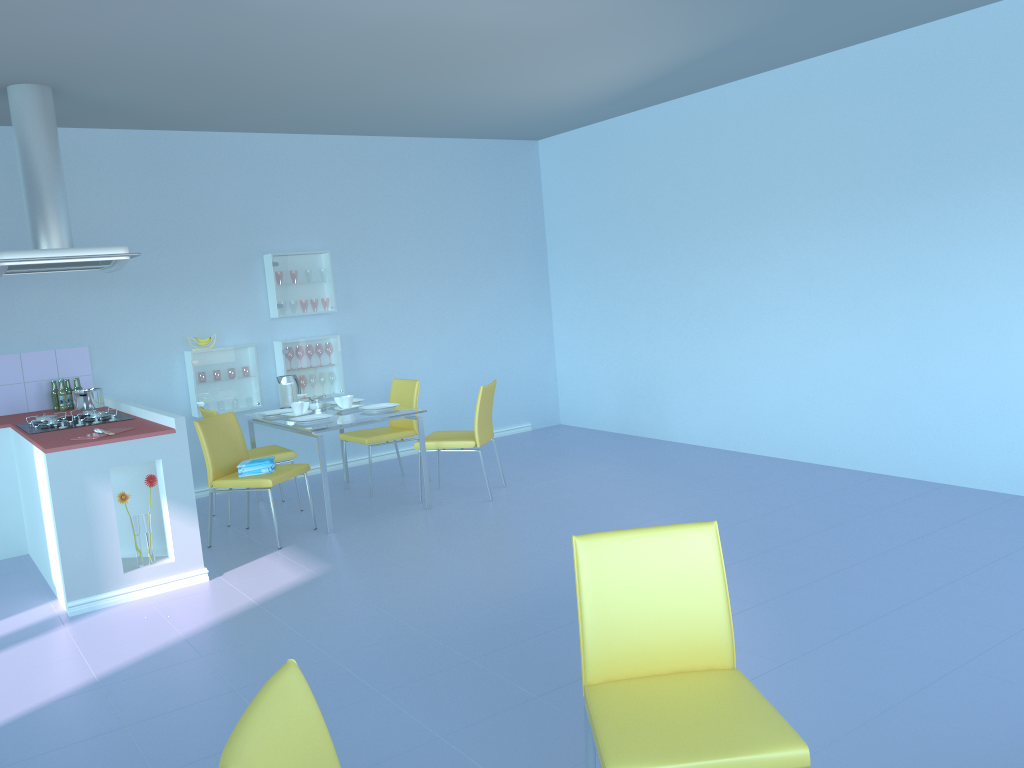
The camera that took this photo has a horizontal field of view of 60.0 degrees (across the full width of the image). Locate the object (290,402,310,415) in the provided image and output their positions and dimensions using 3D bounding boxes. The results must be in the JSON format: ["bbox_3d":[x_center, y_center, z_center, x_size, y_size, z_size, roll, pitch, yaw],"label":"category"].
[{"bbox_3d":[-1.313,0.156,5.469,0.111,0.083,0.091,0,8,37],"label":"object"}]

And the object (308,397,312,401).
[{"bbox_3d":[-1.265,0.117,5.636,0.023,0.079,0.077,-2,7,20],"label":"object"}]

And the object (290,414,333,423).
[{"bbox_3d":[-1.177,0.206,5.215,0.228,0.020,0.228,-10,8,-38],"label":"object"}]

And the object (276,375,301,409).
[{"bbox_3d":[-1.483,0.055,5.878,0.132,0.222,0.146,-4,7,8],"label":"object"}]

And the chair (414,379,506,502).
[{"bbox_3d":[-0.321,0.346,5.546,0.484,0.695,0.387,-3,7,13],"label":"chair"}]

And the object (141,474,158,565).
[{"bbox_3d":[-1.684,0.632,4.141,0.090,0.427,0.054,-5,6,-3],"label":"object"}]

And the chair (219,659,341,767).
[{"bbox_3d":[-0.130,0.808,1.350,0.484,0.699,0.387,-5,6,1],"label":"chair"}]

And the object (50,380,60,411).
[{"bbox_3d":[-2.806,0.071,5.451,0.052,0.190,0.052,-2,7,20],"label":"object"}]

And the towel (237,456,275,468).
[{"bbox_3d":[-1.419,0.436,4.911,0.195,0.033,0.190,-6,7,-8],"label":"towel"}]

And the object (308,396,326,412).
[{"bbox_3d":[-1.237,0.127,5.681,0.166,0.081,0.123,-11,9,-43],"label":"object"}]

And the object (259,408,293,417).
[{"bbox_3d":[-1.479,0.184,5.631,0.228,0.020,0.228,-9,8,-33],"label":"object"}]

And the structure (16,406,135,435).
[{"bbox_3d":[-2.361,0.182,4.778,0.500,0.047,0.600,-9,8,-34],"label":"structure"}]

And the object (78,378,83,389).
[{"bbox_3d":[-2.708,0.054,5.545,0.052,0.187,0.052,-7,7,-16],"label":"object"}]

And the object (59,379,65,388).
[{"bbox_3d":[-2.792,0.062,5.520,0.052,0.190,0.052,-2,7,20],"label":"object"}]

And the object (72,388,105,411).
[{"bbox_3d":[-2.369,0.085,4.959,0.170,0.106,0.157,0,8,38],"label":"object"}]

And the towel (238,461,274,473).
[{"bbox_3d":[-1.416,0.452,4.910,0.195,0.027,0.192,-6,7,-14],"label":"towel"}]

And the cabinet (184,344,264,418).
[{"bbox_3d":[-1.991,-0.027,6.145,0.450,0.450,0.173,-9,8,-34],"label":"cabinet"}]

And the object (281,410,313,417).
[{"bbox_3d":[-1.301,0.186,5.484,0.190,0.020,0.194,-11,9,-43],"label":"object"}]

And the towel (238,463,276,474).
[{"bbox_3d":[-1.412,0.467,4.914,0.195,0.024,0.201,-6,7,-10],"label":"towel"}]

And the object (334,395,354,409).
[{"bbox_3d":[-1.048,0.119,5.593,0.111,0.083,0.091,-2,7,27],"label":"object"}]

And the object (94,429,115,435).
[{"bbox_3d":[-1.955,0.225,4.220,0.041,0.009,0.375,-10,8,-38],"label":"object"}]

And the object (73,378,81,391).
[{"bbox_3d":[-2.682,0.059,5.481,0.052,0.187,0.052,-7,7,-16],"label":"object"}]

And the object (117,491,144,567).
[{"bbox_3d":[-1.763,0.674,4.104,0.085,0.365,0.050,-10,8,-36],"label":"object"}]

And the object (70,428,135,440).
[{"bbox_3d":[-1.923,0.234,4.173,0.151,0.006,0.269,-3,7,17],"label":"object"}]

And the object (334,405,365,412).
[{"bbox_3d":[-1.052,0.154,5.585,0.194,0.020,0.190,0,8,36],"label":"object"}]

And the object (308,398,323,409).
[{"bbox_3d":[-1.252,0.130,5.667,0.090,0.071,0.087,-2,7,20],"label":"object"}]

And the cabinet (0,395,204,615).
[{"bbox_3d":[-2.918,0.657,4.331,2.200,0.800,2.139,-9,8,-34],"label":"cabinet"}]

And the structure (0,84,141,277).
[{"bbox_3d":[-2.459,-1.054,4.641,0.695,0.962,0.895,-9,8,-34],"label":"structure"}]

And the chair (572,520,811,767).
[{"bbox_3d":[0.355,0.703,1.898,0.387,0.695,0.484,-5,6,-4],"label":"chair"}]

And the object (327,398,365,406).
[{"bbox_3d":[-1.104,0.124,5.883,0.228,0.020,0.228,-10,8,-38],"label":"object"}]

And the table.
[{"bbox_3d":[-1.112,0.469,5.564,0.730,0.590,1.173,-9,8,-34],"label":"table"}]

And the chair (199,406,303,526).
[{"bbox_3d":[-1.633,0.462,5.511,0.484,0.695,0.387,-9,8,-32],"label":"chair"}]

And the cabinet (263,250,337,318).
[{"bbox_3d":[-1.529,-0.725,6.432,0.450,0.450,0.173,-9,8,-34],"label":"cabinet"}]

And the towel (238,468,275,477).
[{"bbox_3d":[-1.414,0.481,4.911,0.195,0.024,0.201,-7,7,-15],"label":"towel"}]

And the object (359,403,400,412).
[{"bbox_3d":[-0.818,0.146,5.475,0.228,0.020,0.228,-10,8,-38],"label":"object"}]

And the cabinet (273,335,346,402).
[{"bbox_3d":[-1.477,-0.112,6.501,0.450,0.450,0.173,-9,8,-34],"label":"cabinet"}]

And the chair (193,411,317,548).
[{"bbox_3d":[-1.428,0.512,4.915,0.484,0.695,0.387,-3,7,19],"label":"chair"}]

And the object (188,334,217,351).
[{"bbox_3d":[-2.110,-0.284,6.060,0.203,0.100,0.077,-11,9,-42],"label":"object"}]

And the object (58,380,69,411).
[{"bbox_3d":[-2.747,0.070,5.422,0.052,0.190,0.052,-2,7,20],"label":"object"}]

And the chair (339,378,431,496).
[{"bbox_3d":[-0.867,0.340,6.011,0.484,0.695,0.387,-10,8,-37],"label":"chair"}]

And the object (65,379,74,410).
[{"bbox_3d":[-2.741,0.063,5.487,0.052,0.187,0.052,-7,7,-16],"label":"object"}]
